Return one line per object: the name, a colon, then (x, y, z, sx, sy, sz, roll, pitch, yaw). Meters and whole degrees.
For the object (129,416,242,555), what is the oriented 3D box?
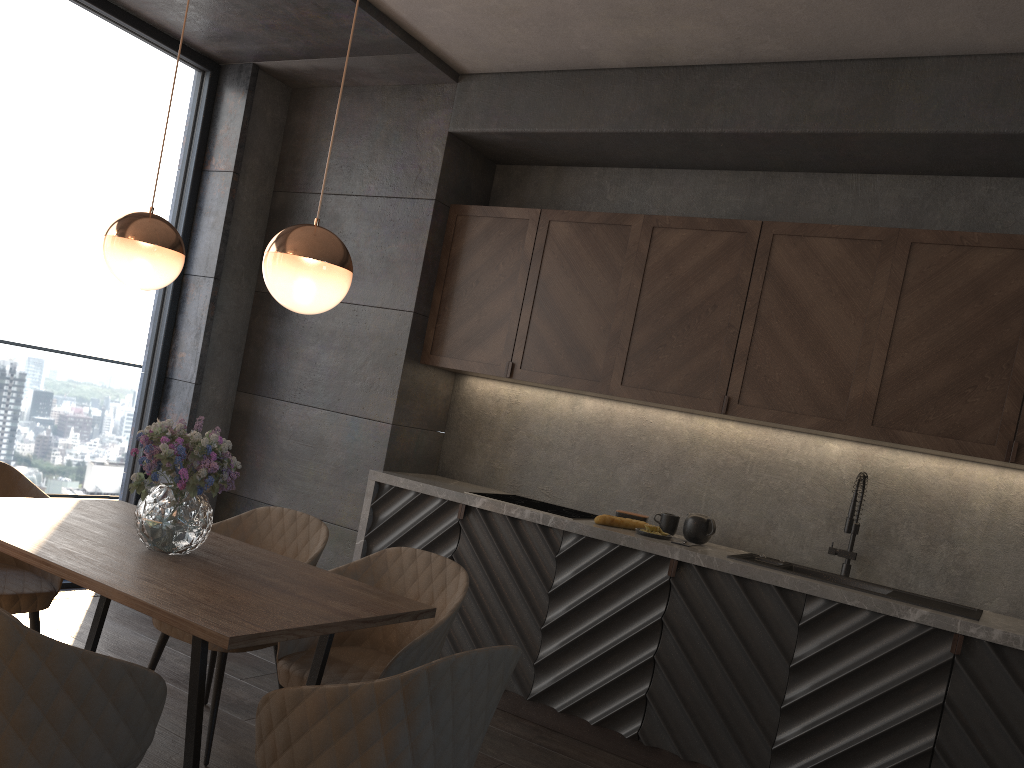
object: (-0.963, 0.290, 2.592, 0.298, 0.410, 0.328, 11, 1, 1)

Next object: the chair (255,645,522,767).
chair: (-0.334, 0.961, 2.114, 0.505, 0.839, 0.559, 12, 1, 35)

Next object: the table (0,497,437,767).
table: (-1.102, 0.864, 2.599, 1.455, 0.771, 0.774, 10, 0, 30)

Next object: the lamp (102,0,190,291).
lamp: (-1.017, -1.052, 2.716, 0.237, 1.549, 0.240, 13, 3, 36)

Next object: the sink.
sink: (1.465, 0.641, 3.680, 0.954, 0.548, 0.464, 11, 0, 30)

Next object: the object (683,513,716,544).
object: (0.862, 0.670, 4.087, 0.136, 0.138, 0.152, 11, 0, 3)

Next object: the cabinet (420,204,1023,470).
cabinet: (1.102, -0.268, 4.044, 3.365, 0.868, 0.371, 10, 1, 30)

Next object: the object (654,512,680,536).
object: (0.730, 0.665, 4.167, 0.113, 0.104, 0.089, 11, 0, -27)

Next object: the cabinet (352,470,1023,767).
cabinet: (0.750, 1.199, 4.013, 3.365, 0.953, 0.604, 10, 0, 30)

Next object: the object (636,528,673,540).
object: (0.645, 0.685, 4.021, 0.171, 0.020, 0.168, 13, -3, -34)

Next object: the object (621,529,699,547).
object: (0.619, 0.681, 4.083, 0.486, 0.040, 0.286, 10, -3, 26)

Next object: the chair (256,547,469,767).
chair: (-0.487, 0.965, 2.891, 0.550, 0.839, 0.513, 12, 1, 30)

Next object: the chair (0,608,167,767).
chair: (-1.099, 0.801, 1.943, 0.551, 0.839, 0.513, 12, 1, 25)

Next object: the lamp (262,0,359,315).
lamp: (-0.426, -0.951, 2.365, 0.238, 1.549, 0.238, 11, 3, 6)

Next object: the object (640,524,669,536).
object: (0.649, 0.667, 4.019, 0.119, 0.045, 0.117, 10, -2, 36)

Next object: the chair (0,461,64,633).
chair: (-1.869, 0.698, 3.060, 0.505, 0.839, 0.559, 12, 1, 35)

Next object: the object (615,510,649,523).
object: (0.577, 0.655, 4.265, 0.156, 0.068, 0.117, 11, -1, 16)

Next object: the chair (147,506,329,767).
chair: (-1.025, 0.874, 3.236, 0.551, 0.839, 0.513, 12, 1, 25)

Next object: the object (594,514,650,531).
object: (0.524, 0.651, 4.124, 0.303, 0.055, 0.070, 12, -1, -19)

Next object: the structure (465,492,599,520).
structure: (0.148, 0.619, 4.421, 0.605, 0.017, 0.508, 10, -3, 31)

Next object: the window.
window: (-3.777, -0.835, 1.953, 0.197, 3.006, 7.319, 13, -1, 31)
